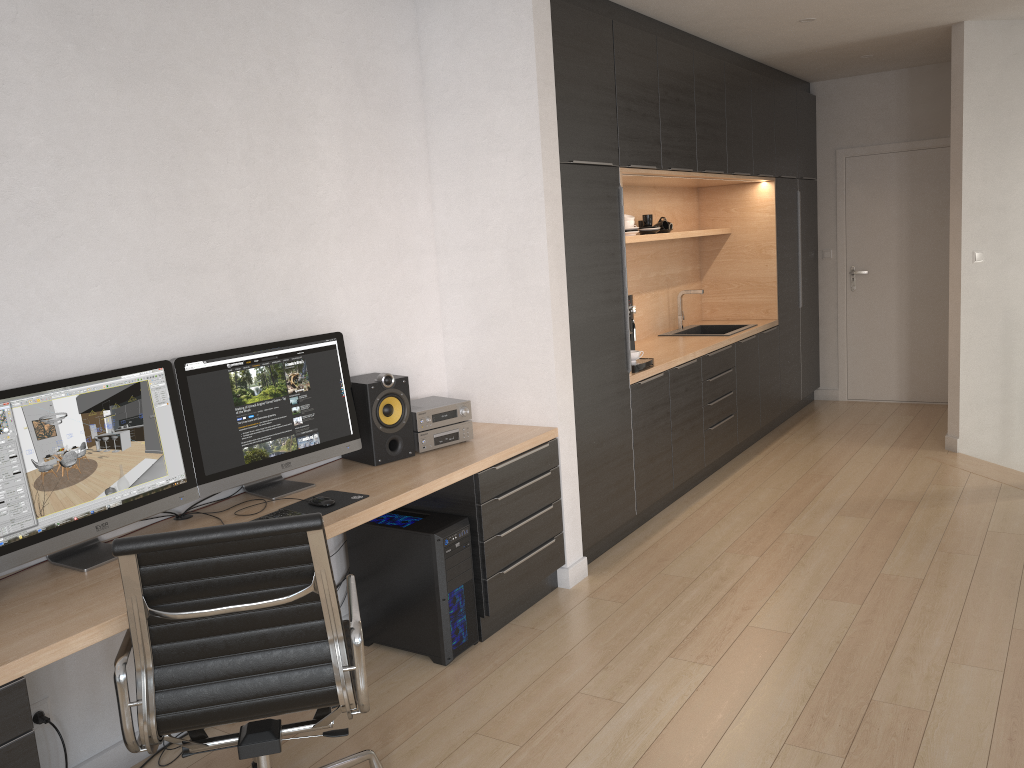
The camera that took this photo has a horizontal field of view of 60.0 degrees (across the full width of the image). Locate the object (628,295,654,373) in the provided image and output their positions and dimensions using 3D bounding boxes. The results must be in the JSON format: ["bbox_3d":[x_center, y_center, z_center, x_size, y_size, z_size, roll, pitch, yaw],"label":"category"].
[{"bbox_3d":[0.560,-0.311,5.007,0.584,0.398,0.618,2,11,33],"label":"object"}]

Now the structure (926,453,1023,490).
[{"bbox_3d":[4.589,1.783,4.215,2.823,4.339,4.190,-6,9,-12],"label":"structure"}]

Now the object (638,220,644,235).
[{"bbox_3d":[0.877,-1.035,5.862,0.084,0.092,0.066,4,12,39],"label":"object"}]

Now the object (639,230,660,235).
[{"bbox_3d":[0.883,-0.979,5.723,0.145,0.025,0.145,-13,13,-43],"label":"object"}]

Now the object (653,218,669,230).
[{"bbox_3d":[0.995,-1.068,5.945,0.066,0.093,0.100,-12,12,-41],"label":"object"}]

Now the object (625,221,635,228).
[{"bbox_3d":[0.701,-0.965,5.411,0.095,0.057,0.099,-3,9,6],"label":"object"}]

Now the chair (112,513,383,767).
[{"bbox_3d":[-0.710,0.770,2.361,0.664,0.991,0.699,-5,9,-6],"label":"chair"}]

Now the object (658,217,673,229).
[{"bbox_3d":[1.035,-1.084,5.992,0.100,0.093,0.066,5,13,42],"label":"object"}]

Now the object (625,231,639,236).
[{"bbox_3d":[0.705,-0.916,5.415,0.145,0.025,0.145,-1,10,20],"label":"object"}]

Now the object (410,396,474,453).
[{"bbox_3d":[-0.356,0.169,3.772,0.285,0.174,0.270,-12,12,-41],"label":"object"}]

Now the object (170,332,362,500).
[{"bbox_3d":[-0.861,0.120,3.172,0.190,0.535,0.716,3,12,38],"label":"object"}]

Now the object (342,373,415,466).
[{"bbox_3d":[-0.553,0.124,3.576,0.198,0.354,0.249,-12,12,-41],"label":"object"}]

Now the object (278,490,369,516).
[{"bbox_3d":[-0.635,0.402,3.002,0.200,0.002,0.250,2,11,33],"label":"object"}]

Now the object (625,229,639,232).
[{"bbox_3d":[0.705,-0.927,5.416,0.145,0.025,0.145,-1,10,20],"label":"object"}]

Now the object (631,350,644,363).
[{"bbox_3d":[0.645,-0.146,4.777,0.099,0.057,0.095,3,11,35],"label":"object"}]

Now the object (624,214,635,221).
[{"bbox_3d":[0.699,-0.998,5.402,0.098,0.075,0.095,5,13,44],"label":"object"}]

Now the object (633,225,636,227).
[{"bbox_3d":[0.730,-0.981,5.648,0.099,0.057,0.095,1,11,31],"label":"object"}]

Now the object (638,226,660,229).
[{"bbox_3d":[0.881,-1.003,5.719,0.145,0.025,0.145,-13,13,-43],"label":"object"}]

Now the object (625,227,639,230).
[{"bbox_3d":[0.704,-0.940,5.411,0.145,0.025,0.145,-1,10,20],"label":"object"}]

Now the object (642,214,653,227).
[{"bbox_3d":[0.875,-1.043,5.707,0.066,0.092,0.084,-4,9,2],"label":"object"}]

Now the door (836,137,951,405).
[{"bbox_3d":[3.187,-0.891,7.309,0.974,2.136,0.085,2,11,33],"label":"door"}]

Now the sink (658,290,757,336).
[{"bbox_3d":[1.394,-0.412,6.292,0.512,0.518,0.626,2,11,33],"label":"sink"}]

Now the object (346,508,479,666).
[{"bbox_3d":[-0.392,0.792,3.537,0.474,0.527,0.215,2,11,33],"label":"object"}]

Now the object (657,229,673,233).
[{"bbox_3d":[1.014,-1.029,5.971,0.145,0.025,0.145,3,11,35],"label":"object"}]

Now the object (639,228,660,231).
[{"bbox_3d":[0.885,-0.992,5.723,0.145,0.025,0.145,-13,13,-43],"label":"object"}]
